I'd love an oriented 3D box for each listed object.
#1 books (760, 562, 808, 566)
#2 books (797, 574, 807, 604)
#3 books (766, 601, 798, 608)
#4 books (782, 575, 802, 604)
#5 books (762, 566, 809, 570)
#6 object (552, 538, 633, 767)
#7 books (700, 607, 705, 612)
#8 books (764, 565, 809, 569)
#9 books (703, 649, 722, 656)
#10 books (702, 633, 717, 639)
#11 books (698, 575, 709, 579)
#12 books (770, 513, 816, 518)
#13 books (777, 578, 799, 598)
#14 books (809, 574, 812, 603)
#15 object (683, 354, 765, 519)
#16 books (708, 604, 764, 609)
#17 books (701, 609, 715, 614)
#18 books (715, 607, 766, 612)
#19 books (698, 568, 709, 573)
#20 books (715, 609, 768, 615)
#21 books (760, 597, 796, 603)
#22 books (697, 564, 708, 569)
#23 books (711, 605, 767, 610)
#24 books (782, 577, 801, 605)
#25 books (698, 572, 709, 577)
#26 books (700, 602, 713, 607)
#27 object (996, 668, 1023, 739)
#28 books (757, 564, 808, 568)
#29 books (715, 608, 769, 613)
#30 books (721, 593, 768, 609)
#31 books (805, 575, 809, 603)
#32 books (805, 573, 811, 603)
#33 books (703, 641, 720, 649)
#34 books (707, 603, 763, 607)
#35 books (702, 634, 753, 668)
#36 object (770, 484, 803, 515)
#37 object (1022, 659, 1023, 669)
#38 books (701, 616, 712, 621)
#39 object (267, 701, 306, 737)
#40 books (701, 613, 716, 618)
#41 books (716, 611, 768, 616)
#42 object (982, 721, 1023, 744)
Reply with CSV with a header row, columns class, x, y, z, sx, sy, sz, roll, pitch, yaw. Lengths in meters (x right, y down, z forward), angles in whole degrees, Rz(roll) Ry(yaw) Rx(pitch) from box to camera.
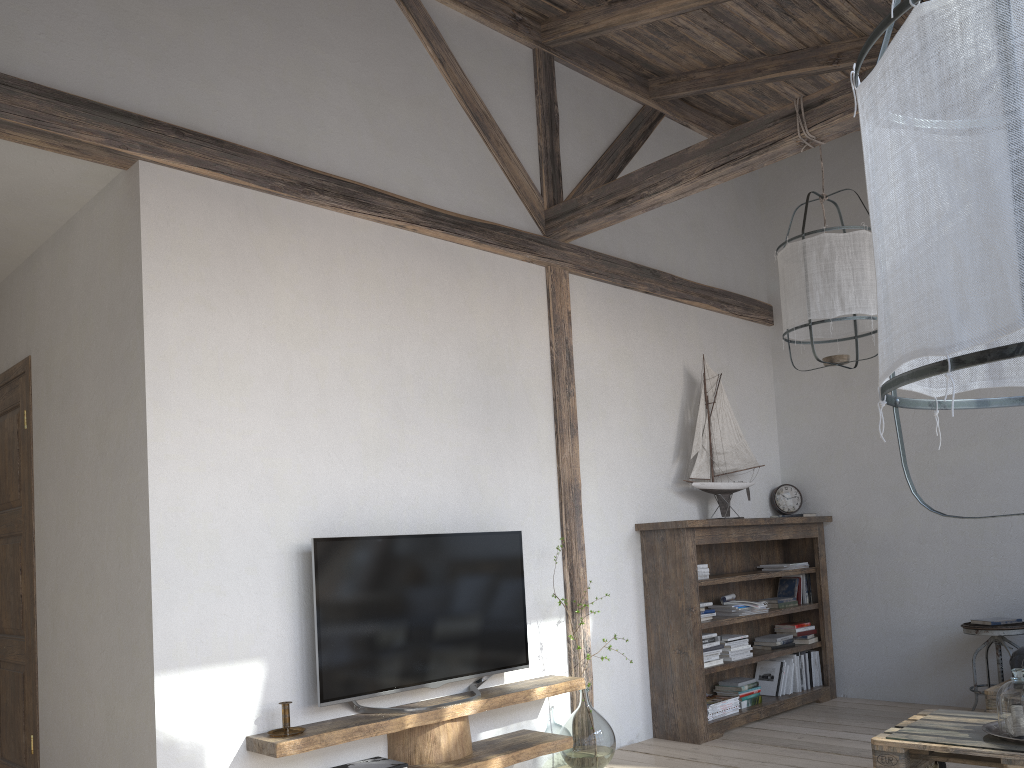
class,x,y,z,sx,sy,sz,roll,pitch,yaw
books,1.744,1.156,5.641,0.207,0.009,0.259,-13,-14,41
books,1.854,1.332,5.743,0.021,0.199,0.136,0,-7,-44
books,1.673,1.391,5.555,0.219,0.030,0.163,6,-14,-41
books,1.814,1.331,5.708,0.050,0.189,0.140,1,-7,-45
books,1.754,1.182,5.642,0.206,0.009,0.259,-12,-14,39
object,0.400,1.304,4.328,0.277,1.108,0.518,-6,-5,32
books,1.011,1.256,4.920,0.133,0.021,0.202,-5,-11,11
books,1.764,1.175,5.653,0.206,0.009,0.259,-11,-13,36
books,1.030,1.485,4.867,0.220,0.017,0.159,5,-14,-39
books,1.026,1.398,4.875,0.185,0.018,0.141,7,-15,-44
books,0.976,1.085,4.917,0.159,0.017,0.220,-12,-14,40
books,1.864,0.878,5.830,0.179,0.025,0.238,7,-15,-43
books,1.773,1.337,5.665,0.082,0.170,0.133,1,-8,-44
books,1.903,1.346,5.791,0.020,0.183,0.141,0,-7,-44
object,1.267,0.321,5.270,0.791,0.981,0.142,2,-6,-39
books,1.322,1.310,5.192,0.258,0.009,0.207,5,-13,-37
books,1.006,1.276,4.917,0.208,0.020,0.148,3,-12,-28
books,1.326,1.325,5.184,0.258,0.009,0.207,2,-12,-27
books,0.973,1.047,4.917,0.219,0.021,0.159,7,-15,-43
books,1.349,1.342,5.187,0.259,0.009,0.207,6,-14,-39
books,1.669,1.364,5.548,0.205,0.021,0.151,6,-14,-40
books,0.967,1.026,4.923,0.219,0.021,0.159,7,-15,-43
books,1.338,1.317,5.188,0.258,0.009,0.207,5,-13,-37
books,1.799,1.337,5.686,0.141,0.174,0.059,-9,-7,44
books,0.989,1.064,4.904,0.185,0.018,0.141,7,-15,-44
books,1.013,1.238,4.927,0.185,0.018,0.141,7,-15,-44
object,1.828,1.145,3.159,0.156,0.244,0.157,-5,-6,14
books,1.733,1.164,5.635,0.258,0.009,0.207,5,-13,-37
books,1.360,1.334,5.196,0.259,0.009,0.207,7,-14,-42
books,1.377,1.291,5.210,0.222,0.087,0.263,-8,-11,25
books,1.868,1.341,5.757,0.020,0.183,0.141,0,-7,-44
books,1.888,1.335,5.766,0.021,0.198,0.137,0,-7,-44
books,1.030,1.446,4.881,0.159,0.021,0.220,-12,-14,40
books,1.315,1.302,5.192,0.258,0.009,0.207,4,-13,-32
books,1.134,1.502,5.004,0.551,0.150,0.208,7,-13,-44
object,1.830,0.771,5.863,0.204,0.207,0.083,-2,-5,-8
object,1.946,1.149,3.274,0.154,0.265,0.072,2,-7,-44
books,1.017,1.314,4.922,0.141,0.020,0.185,-12,-14,40
object,-0.818,1.211,3.188,0.140,0.111,0.140,-7,-9,28
books,1.013,1.295,4.921,0.220,0.017,0.159,7,-15,-44
books,1.343,1.350,5.180,0.258,0.009,0.207,4,-13,-35
object,1.918,1.259,3.174,0.395,0.021,0.401,2,-12,-24
